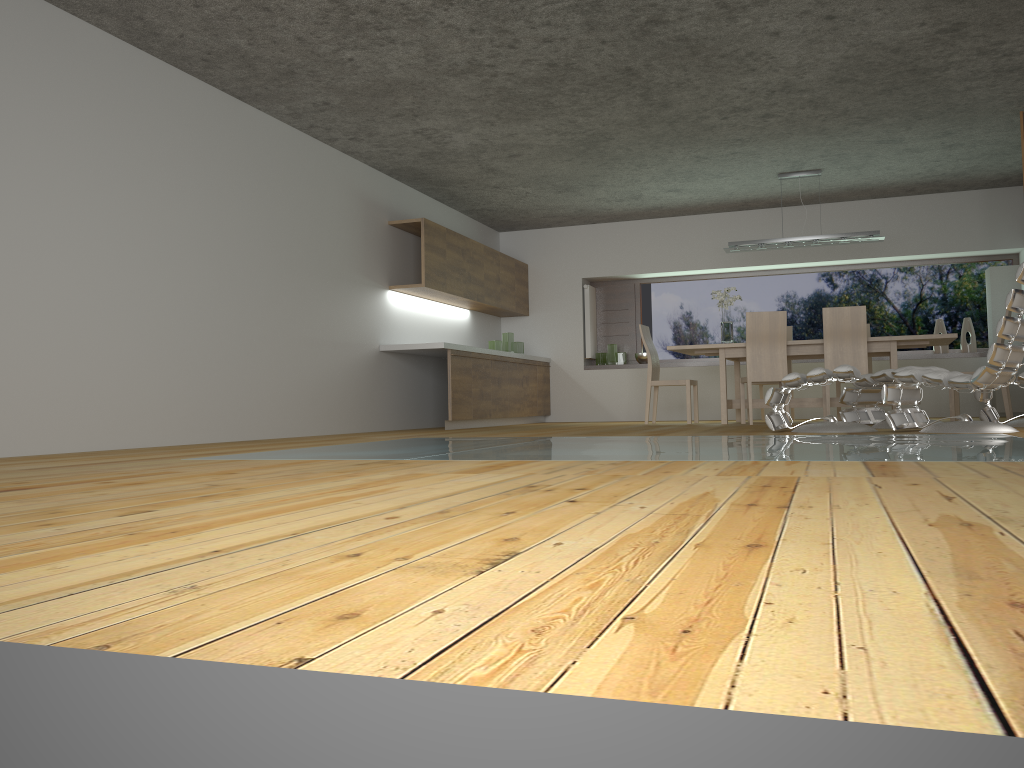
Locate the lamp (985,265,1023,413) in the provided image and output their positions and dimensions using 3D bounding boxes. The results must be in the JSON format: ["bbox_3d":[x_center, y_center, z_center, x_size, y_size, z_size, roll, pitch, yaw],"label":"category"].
[{"bbox_3d":[5.112,-0.459,9.174,0.280,1.502,0.280,-2,-3,20],"label":"lamp"}]

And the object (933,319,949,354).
[{"bbox_3d":[4.720,-0.522,9.766,0.153,0.385,0.153,-2,-3,16],"label":"object"}]

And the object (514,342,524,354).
[{"bbox_3d":[0.063,-0.412,10.412,0.112,0.160,0.111,-4,-4,44],"label":"object"}]

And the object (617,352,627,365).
[{"bbox_3d":[1.369,-0.313,11.054,0.111,0.160,0.112,-1,-3,4],"label":"object"}]

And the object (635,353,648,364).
[{"bbox_3d":[1.638,-0.310,10.902,0.247,0.137,0.247,0,-2,-35],"label":"object"}]

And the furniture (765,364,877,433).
[{"bbox_3d":[2.082,0.099,5.960,0.685,0.440,0.569,-2,-2,26],"label":"furniture"}]

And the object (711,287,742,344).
[{"bbox_3d":[2.155,-0.672,8.877,0.304,0.609,0.302,-2,-3,23],"label":"object"}]

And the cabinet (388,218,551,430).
[{"bbox_3d":[-0.345,-0.543,9.787,0.656,2.007,3.089,-2,-2,20],"label":"cabinet"}]

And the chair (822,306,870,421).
[{"bbox_3d":[2.971,-0.158,7.897,0.404,1.019,0.505,-2,-3,19],"label":"chair"}]

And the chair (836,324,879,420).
[{"bbox_3d":[3.590,-0.136,9.273,0.404,1.019,0.505,-2,-3,18],"label":"chair"}]

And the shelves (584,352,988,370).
[{"bbox_3d":[3.250,-0.260,10.344,4.869,0.054,0.403,-2,-2,20],"label":"shelves"}]

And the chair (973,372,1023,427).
[{"bbox_3d":[3.726,-0.192,6.182,0.913,0.970,0.569,-2,-3,30],"label":"chair"}]

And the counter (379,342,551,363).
[{"bbox_3d":[-0.374,-0.315,9.684,0.652,0.054,3.282,-2,-2,20],"label":"counter"}]

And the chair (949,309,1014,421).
[{"bbox_3d":[4.246,-0.180,8.016,0.506,1.019,0.404,-3,-3,33],"label":"chair"}]

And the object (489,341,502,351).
[{"bbox_3d":[-0.190,-0.414,10.140,0.111,0.160,0.112,-4,-4,44],"label":"object"}]

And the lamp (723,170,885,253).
[{"bbox_3d":[2.846,-1.719,8.729,1.490,0.720,0.290,-2,-3,20],"label":"lamp"}]

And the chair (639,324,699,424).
[{"bbox_3d":[1.601,-0.103,9.054,0.506,1.019,0.404,-2,-3,22],"label":"chair"}]

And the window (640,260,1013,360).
[{"bbox_3d":[3.596,-0.837,10.499,4.185,0.980,0.012,-2,-3,20],"label":"window"}]

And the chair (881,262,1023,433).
[{"bbox_3d":[2.796,-0.193,5.433,0.913,0.970,0.569,-3,-4,45],"label":"chair"}]

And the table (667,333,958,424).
[{"bbox_3d":[2.875,-0.010,8.555,2.499,0.757,1.199,-2,-2,22],"label":"table"}]

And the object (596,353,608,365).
[{"bbox_3d":[1.120,-0.308,11.068,0.112,0.160,0.111,0,-3,-31],"label":"object"}]

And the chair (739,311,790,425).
[{"bbox_3d":[2.331,-0.139,8.186,0.404,1.019,0.505,-2,-3,9],"label":"chair"}]

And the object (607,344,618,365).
[{"bbox_3d":[1.243,-0.361,10.962,0.099,0.260,0.099,-2,-3,24],"label":"object"}]

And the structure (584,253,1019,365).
[{"bbox_3d":[3.246,-0.803,10.395,4.873,1.156,0.525,-2,-3,20],"label":"structure"}]

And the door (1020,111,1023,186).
[{"bbox_3d":[4.427,-0.925,7.038,0.934,2.421,0.162,0,-3,-25],"label":"door"}]

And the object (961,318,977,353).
[{"bbox_3d":[4.978,-0.530,9.675,0.153,0.385,0.153,-2,-3,16],"label":"object"}]

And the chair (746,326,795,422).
[{"bbox_3d":[2.759,-0.116,9.419,0.404,1.019,0.506,-3,-3,30],"label":"chair"}]

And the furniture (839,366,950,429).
[{"bbox_3d":[2.828,0.097,6.449,0.569,0.440,0.685,0,-2,-35],"label":"furniture"}]

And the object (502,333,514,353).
[{"bbox_3d":[-0.046,-0.462,10.252,0.099,0.260,0.099,-4,-4,44],"label":"object"}]
